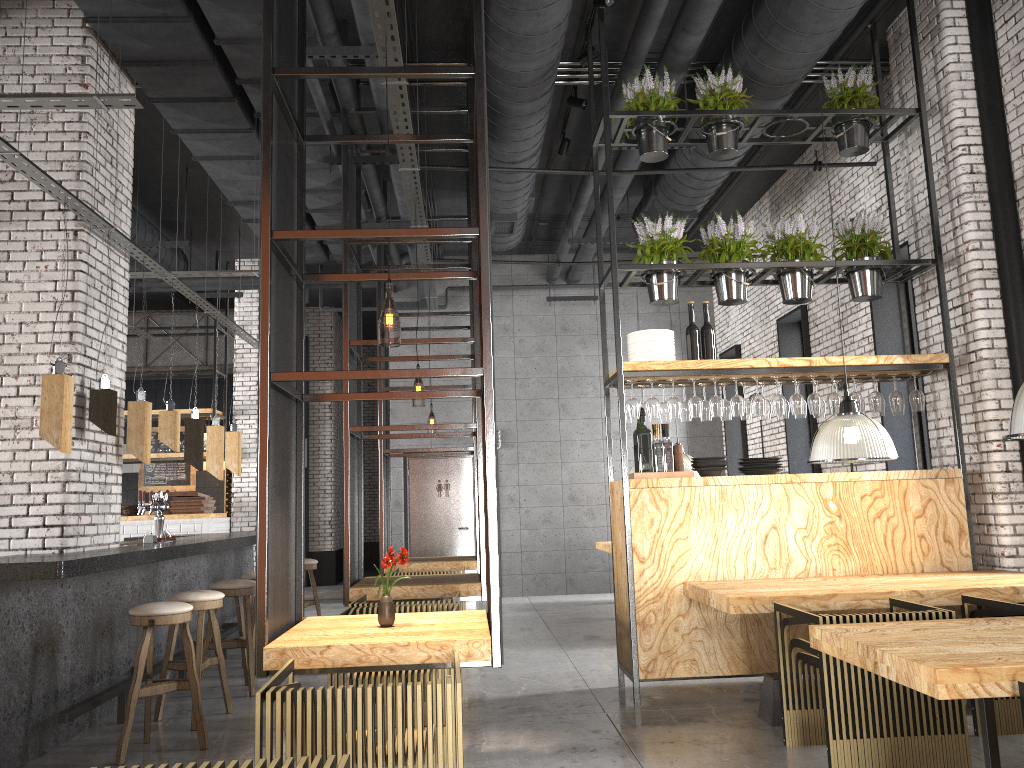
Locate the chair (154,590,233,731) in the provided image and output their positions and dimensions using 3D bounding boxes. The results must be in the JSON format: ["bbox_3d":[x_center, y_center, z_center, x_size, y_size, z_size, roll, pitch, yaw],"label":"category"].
[{"bbox_3d":[-2.020,1.724,5.608,0.480,0.808,0.437,0,-9,-14],"label":"chair"}]

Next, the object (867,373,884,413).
[{"bbox_3d":[2.535,0.064,6.190,0.101,0.268,0.100,-7,-10,27],"label":"object"}]

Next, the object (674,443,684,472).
[{"bbox_3d":[1.159,0.531,6.140,0.056,0.249,0.055,0,-9,-11],"label":"object"}]

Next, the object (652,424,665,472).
[{"bbox_3d":[1.009,0.463,6.152,0.070,0.369,0.107,-1,-9,-4],"label":"object"}]

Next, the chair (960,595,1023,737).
[{"bbox_3d":[2.781,1.451,4.459,0.657,0.732,0.636,-1,-8,-5],"label":"chair"}]

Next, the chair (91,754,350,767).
[{"bbox_3d":[-0.666,1.185,1.667,0.657,0.732,0.636,-1,-8,-4],"label":"chair"}]

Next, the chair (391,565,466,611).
[{"bbox_3d":[-0.758,2.078,8.173,0.657,0.732,0.636,-2,-8,-2],"label":"chair"}]

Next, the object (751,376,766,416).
[{"bbox_3d":[1.704,0.086,6.144,0.101,0.268,0.101,-8,-10,33],"label":"object"}]

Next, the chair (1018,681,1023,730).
[{"bbox_3d":[1.841,1.181,2.256,0.657,0.732,0.636,-1,-8,-4],"label":"chair"}]

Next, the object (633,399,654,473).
[{"bbox_3d":[0.904,0.371,6.147,0.106,0.556,0.156,-1,-9,-4],"label":"object"}]

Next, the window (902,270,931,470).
[{"bbox_3d":[3.552,0.213,7.557,0.365,2.707,0.746,-1,-9,-3],"label":"window"}]

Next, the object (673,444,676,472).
[{"bbox_3d":[1.155,0.543,6.225,0.056,0.249,0.055,0,-9,-11],"label":"object"}]

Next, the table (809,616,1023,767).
[{"bbox_3d":[2.306,1.268,3.128,2.116,0.766,0.997,-1,-8,-3],"label":"table"}]

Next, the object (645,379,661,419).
[{"bbox_3d":[0.969,0.105,6.104,0.101,0.268,0.101,-8,-10,33],"label":"object"}]

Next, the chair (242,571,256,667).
[{"bbox_3d":[-2.039,1.973,7.423,0.439,0.808,0.479,0,-9,-14],"label":"chair"}]

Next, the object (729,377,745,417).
[{"bbox_3d":[1.557,0.090,6.136,0.101,0.268,0.101,-8,-10,33],"label":"object"}]

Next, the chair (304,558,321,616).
[{"bbox_3d":[-2.133,2.218,9.190,0.438,0.808,0.479,4,-10,-34],"label":"chair"}]

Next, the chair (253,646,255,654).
[{"bbox_3d":[-2.225,2.100,8.303,0.439,0.808,0.479,-1,-9,-4],"label":"chair"}]

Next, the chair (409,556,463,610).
[{"bbox_3d":[-0.868,2.324,9.942,0.657,0.732,0.636,-1,-8,-4],"label":"chair"}]

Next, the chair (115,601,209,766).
[{"bbox_3d":[-1.984,1.641,5.008,0.480,0.808,0.437,3,-10,-29],"label":"chair"}]

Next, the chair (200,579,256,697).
[{"bbox_3d":[-2.029,1.845,6.490,0.480,0.808,0.438,6,-12,-44],"label":"chair"}]

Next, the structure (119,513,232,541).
[{"bbox_3d":[-6.835,2.527,12.010,5.800,1.350,1.506,-1,-8,-3],"label":"structure"}]

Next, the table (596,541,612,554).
[{"bbox_3d":[1.741,2.204,9.834,1.000,0.765,4.123,-1,-8,-3],"label":"table"}]

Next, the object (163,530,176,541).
[{"bbox_3d":[-2.925,1.290,7.570,0.091,0.091,0.177,3,-9,-28],"label":"object"}]

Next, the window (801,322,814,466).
[{"bbox_3d":[3.432,0.541,9.925,0.365,2.707,0.746,-1,-9,-3],"label":"window"}]

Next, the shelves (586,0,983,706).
[{"bbox_3d":[1.843,-0.424,6.407,2.333,5.034,0.688,-1,-9,-3],"label":"shelves"}]

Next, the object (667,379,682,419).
[{"bbox_3d":[1.116,0.101,6.112,0.101,0.268,0.101,-8,-10,33],"label":"object"}]

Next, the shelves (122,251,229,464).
[{"bbox_3d":[-6.981,-0.376,12.536,5.677,3.076,0.595,-1,-9,-3],"label":"shelves"}]

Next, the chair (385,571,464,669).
[{"bbox_3d":[-0.741,1.977,7.438,0.657,0.732,0.636,-1,-8,-4],"label":"chair"}]

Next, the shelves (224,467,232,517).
[{"bbox_3d":[-4.467,1.918,15.270,0.889,2.155,0.250,-1,-9,-3],"label":"shelves"}]

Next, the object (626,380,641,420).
[{"bbox_3d":[0.831,0.109,6.096,0.101,0.268,0.101,-8,-10,33],"label":"object"}]

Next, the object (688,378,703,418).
[{"bbox_3d":[1.263,0.098,6.120,0.101,0.268,0.101,-8,-10,33],"label":"object"}]

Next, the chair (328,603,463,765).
[{"bbox_3d":[-0.620,1.619,4.857,0.657,0.732,0.636,-2,-8,-1],"label":"chair"}]

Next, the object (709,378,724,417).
[{"bbox_3d":[1.410,0.094,6.128,0.101,0.268,0.101,-8,-10,33],"label":"object"}]

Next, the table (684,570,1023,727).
[{"bbox_3d":[2.200,1.556,5.212,2.116,0.766,0.997,-1,-8,-3],"label":"table"}]

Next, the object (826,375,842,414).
[{"bbox_3d":[2.241,0.072,6.174,0.101,0.268,0.101,-8,-10,33],"label":"object"}]

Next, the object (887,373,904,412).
[{"bbox_3d":[2.682,0.061,6.198,0.101,0.268,0.100,-7,-10,27],"label":"object"}]

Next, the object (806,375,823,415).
[{"bbox_3d":[2.103,0.076,6.166,0.101,0.268,0.101,-8,-10,33],"label":"object"}]

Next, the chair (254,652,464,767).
[{"bbox_3d":[-0.499,1.372,3.075,0.657,0.732,0.636,-1,-8,-5],"label":"chair"}]

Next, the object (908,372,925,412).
[{"bbox_3d":[2.829,0.057,6.206,0.101,0.268,0.100,-7,-10,27],"label":"object"}]

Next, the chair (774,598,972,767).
[{"bbox_3d":[1.742,1.475,4.383,0.657,0.732,0.636,-2,-8,-3],"label":"chair"}]

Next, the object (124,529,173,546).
[{"bbox_3d":[-2.798,1.167,6.760,0.200,0.106,0.764,-1,-8,-3],"label":"object"}]

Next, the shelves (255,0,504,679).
[{"bbox_3d":[-0.756,-0.585,6.882,1.003,4.380,6.129,-1,-8,-3],"label":"shelves"}]

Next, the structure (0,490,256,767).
[{"bbox_3d":[-4.521,1.677,7.109,4.310,1.538,5.859,-1,-8,-3],"label":"structure"}]

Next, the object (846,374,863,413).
[{"bbox_3d":[2.388,0.068,6.182,0.101,0.268,0.100,-7,-10,27],"label":"object"}]

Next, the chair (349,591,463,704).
[{"bbox_3d":[-0.658,1.725,5.619,0.657,0.732,0.636,-2,-8,-1],"label":"chair"}]

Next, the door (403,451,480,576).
[{"bbox_3d":[-1.008,2.023,12.793,1.120,2.109,0.158,-1,-9,-3],"label":"door"}]

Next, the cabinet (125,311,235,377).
[{"bbox_3d":[-7.019,-0.227,14.822,5.863,1.774,0.680,-1,-9,-3],"label":"cabinet"}]

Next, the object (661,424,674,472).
[{"bbox_3d":[1.074,0.461,6.156,0.070,0.369,0.107,-1,-9,-4],"label":"object"}]
